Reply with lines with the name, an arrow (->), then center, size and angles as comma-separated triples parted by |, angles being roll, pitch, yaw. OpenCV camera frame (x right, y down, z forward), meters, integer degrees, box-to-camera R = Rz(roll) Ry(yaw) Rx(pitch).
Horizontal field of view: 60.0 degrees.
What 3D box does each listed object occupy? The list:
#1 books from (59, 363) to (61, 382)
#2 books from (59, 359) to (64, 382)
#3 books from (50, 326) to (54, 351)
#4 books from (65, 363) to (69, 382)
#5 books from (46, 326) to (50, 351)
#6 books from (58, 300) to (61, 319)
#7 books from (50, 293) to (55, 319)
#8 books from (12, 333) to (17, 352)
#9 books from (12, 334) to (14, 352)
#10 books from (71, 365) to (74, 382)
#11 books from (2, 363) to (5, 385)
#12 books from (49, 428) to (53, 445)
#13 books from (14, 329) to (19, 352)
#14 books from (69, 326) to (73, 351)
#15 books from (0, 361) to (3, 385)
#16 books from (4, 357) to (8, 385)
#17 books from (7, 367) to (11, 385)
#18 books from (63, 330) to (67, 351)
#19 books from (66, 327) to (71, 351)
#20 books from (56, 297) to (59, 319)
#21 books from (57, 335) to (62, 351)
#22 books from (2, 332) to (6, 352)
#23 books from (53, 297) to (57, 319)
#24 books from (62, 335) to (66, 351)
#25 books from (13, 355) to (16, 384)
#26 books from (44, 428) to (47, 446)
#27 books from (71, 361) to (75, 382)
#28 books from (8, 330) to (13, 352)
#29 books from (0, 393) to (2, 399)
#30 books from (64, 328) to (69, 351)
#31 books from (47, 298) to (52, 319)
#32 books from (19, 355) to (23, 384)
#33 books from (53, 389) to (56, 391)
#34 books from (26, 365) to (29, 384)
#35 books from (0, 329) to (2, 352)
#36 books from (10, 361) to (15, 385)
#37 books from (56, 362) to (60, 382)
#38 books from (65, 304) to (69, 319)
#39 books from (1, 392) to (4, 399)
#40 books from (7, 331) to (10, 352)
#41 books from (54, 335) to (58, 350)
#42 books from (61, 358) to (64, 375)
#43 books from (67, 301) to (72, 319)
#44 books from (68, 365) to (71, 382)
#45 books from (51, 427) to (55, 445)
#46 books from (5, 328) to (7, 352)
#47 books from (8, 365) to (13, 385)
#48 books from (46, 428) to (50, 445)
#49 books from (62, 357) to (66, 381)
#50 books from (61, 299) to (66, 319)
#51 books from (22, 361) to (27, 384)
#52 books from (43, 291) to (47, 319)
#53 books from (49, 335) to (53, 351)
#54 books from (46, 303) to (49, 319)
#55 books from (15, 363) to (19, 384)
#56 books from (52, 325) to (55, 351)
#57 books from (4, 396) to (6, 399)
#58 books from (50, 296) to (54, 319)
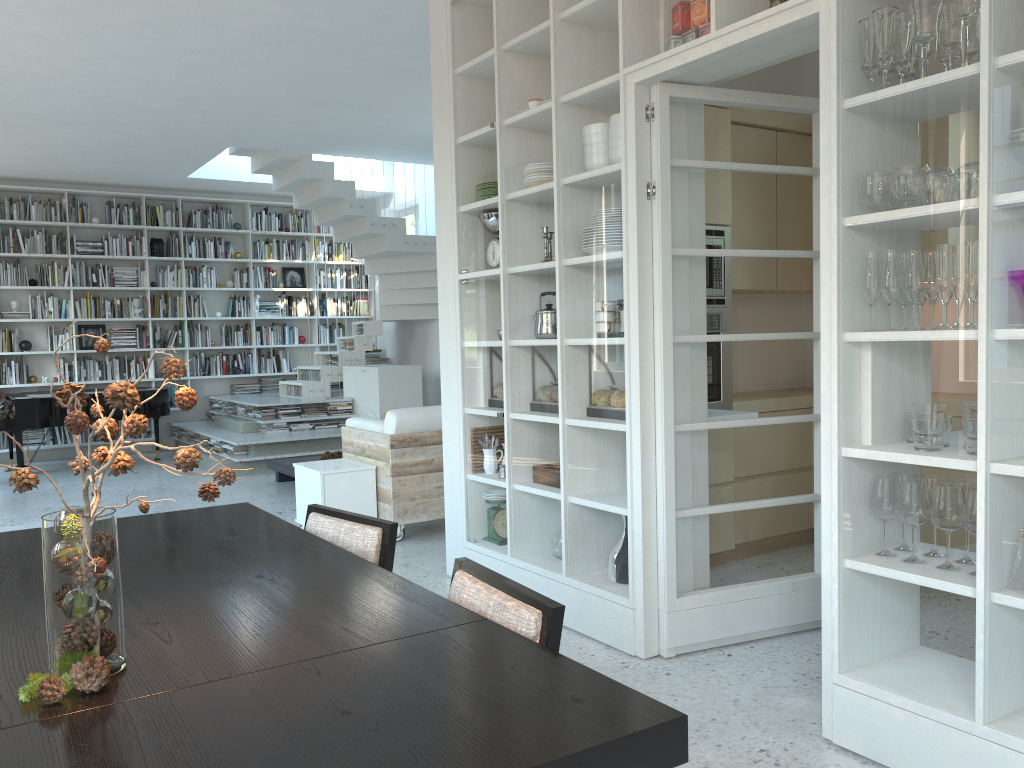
books -> -5.312, -0.134, 10.400 | 0.015, 0.225, 0.148 | -4, 4, -33
books -> -5.285, -0.156, 10.395 | 0.027, 0.269, 0.158 | -4, 4, -33
books -> -5.366, -0.529, 10.340 | 0.011, 0.292, 0.155 | -4, 4, -33
books -> -5.242, -0.135, 10.425 | 0.029, 0.221, 0.153 | -4, 4, -33
books -> -5.393, -0.524, 10.314 | 0.012, 0.285, 0.159 | -4, 4, -33
books -> -5.303, -0.865, 10.372 | 0.026, 0.219, 0.150 | -4, 4, -33
books -> -5.345, -0.902, 10.317 | 0.011, 0.301, 0.178 | -4, 4, -33
books -> -5.681, -0.472, 10.122 | 0.028, 0.216, 0.175 | -4, 4, -33
books -> -5.699, -0.467, 10.115 | 0.011, 0.208, 0.180 | -4, 4, -33
books -> -5.197, -0.128, 10.462 | 0.024, 0.201, 0.158 | -4, 4, -33
books -> -5.779, -0.116, 10.077 | 0.042, 0.248, 0.162 | -4, 4, -33
books -> -5.395, 0.607, 10.360 | 0.029, 0.202, 0.178 | -4, 4, -33
books -> -5.666, -0.499, 10.148 | 0.028, 0.266, 0.144 | -4, 4, -33
books -> -5.198, -0.533, 10.427 | 0.021, 0.282, 0.162 | -4, 4, -33
books -> -5.798, -0.127, 10.055 | 0.012, 0.272, 0.181 | -4, 4, -33
books -> -5.756, -0.150, 10.089 | 0.014, 0.313, 0.166 | -4, 4, -33
books -> -5.741, -0.092, 10.107 | 0.024, 0.196, 0.156 | -4, 4, -33
books -> -5.243, -0.512, 10.399 | 0.012, 0.245, 0.171 | -4, 4, -33
books -> -5.210, -0.531, 10.416 | 0.011, 0.279, 0.187 | -4, 4, -33
books -> -5.323, -0.882, 10.357 | 0.022, 0.256, 0.152 | -4, 4, -33
books -> -5.295, -0.481, 10.374 | 0.057, 0.189, 0.156 | -4, 4, -33
books -> -5.774, -0.473, 10.071 | 0.025, 0.228, 0.153 | -4, 4, -33
books -> -5.331, -0.882, 10.328 | 0.023, 0.260, 0.170 | -4, 4, -33
books -> -5.264, -0.483, 10.400 | 0.024, 0.188, 0.172 | -4, 4, -33
books -> -5.697, -0.168, 10.154 | 0.013, 0.339, 0.138 | -4, 4, -33
books -> -5.438, 0.584, 10.327 | 0.012, 0.254, 0.161 | -4, 4, -33
books -> -5.194, -0.150, 10.494 | 0.019, 0.242, 0.107 | -4, 4, -33
books -> -5.726, -0.487, 10.120 | 0.028, 0.248, 0.142 | -4, 4, -33
books -> -5.805, 0.241, 10.088 | 0.010, 0.282, 0.149 | -4, 4, -33
books -> -5.231, -0.526, 10.414 | 0.027, 0.270, 0.178 | -4, 4, -33
books -> -5.372, -0.873, 10.303 | 0.028, 0.247, 0.170 | -4, 4, -33
books -> -5.633, -0.165, 10.166 | 0.050, 0.328, 0.166 | -4, 4, -33
books -> -5.354, 0.207, 10.394 | 0.025, 0.294, 0.134 | -4, 4, -33
books -> -5.586, -0.110, 10.215 | 0.023, 0.212, 0.160 | -4, 4, -33
books -> -5.798, -0.489, 10.051 | 0.036, 0.263, 0.166 | -4, 4, -33
books -> -5.699, -0.131, 10.124 | 0.027, 0.269, 0.185 | -4, 4, -33
books -> -5.319, -0.147, 10.385 | 0.012, 0.254, 0.161 | -4, 4, -33
books -> -5.226, -0.850, 10.415 | 0.027, 0.181, 0.141 | -4, 4, -33
books -> -5.797, 0.237, 10.096 | 0.013, 0.288, 0.160 | -4, 4, -33
books -> -5.735, -0.483, 10.095 | 0.014, 0.244, 0.153 | -4, 4, -33
books -> -5.339, -0.477, 10.364 | 0.030, 0.183, 0.154 | -4, 4, -33
books -> -5.277, -0.162, 10.416 | 0.010, 0.277, 0.155 | -4, 4, -33
books -> -5.206, -0.869, 10.430 | 0.026, 0.217, 0.126 | -4, 4, -33
books -> -5.227, -0.124, 10.459 | 0.031, 0.195, 0.142 | -4, 4, -33
books -> -5.377, 0.587, 10.384 | 0.028, 0.238, 0.136 | -4, 4, -33
books -> -5.741, -0.497, 10.066 | 0.026, 0.274, 0.190 | -4, 4, -33
books -> -5.720, -0.103, 10.116 | 0.021, 0.215, 0.172 | -4, 4, -33
books -> -5.428, 0.576, 10.352 | 0.031, 0.266, 0.144 | -4, 4, -33
books -> -5.265, -0.169, 10.419 | 0.014, 0.291, 0.131 | -4, 4, -33
books -> -5.254, -0.870, 10.375 | 0.060, 0.228, 0.179 | -4, 4, -33
books -> -5.599, -0.133, 10.188 | 0.027, 0.261, 0.163 | -4, 4, -33
books -> -5.412, -0.912, 10.280 | 0.010, 0.330, 0.173 | -4, 4, -33
books -> -5.374, -0.476, 10.324 | 0.025, 0.186, 0.154 | -4, 4, -33
books -> -5.403, -0.844, 10.306 | 0.025, 0.189, 0.140 | -4, 4, -33
books -> -5.674, -0.120, 10.161 | 0.028, 0.241, 0.135 | -4, 4, -33
books -> -5.355, -0.533, 10.343 | 0.012, 0.298, 0.166 | -4, 4, -33
books -> -5.763, 0.262, 10.098 | 0.023, 0.237, 0.172 | -4, 4, -33
books -> -5.350, -0.883, 10.304 | 0.012, 0.266, 0.192 | -4, 4, -33
